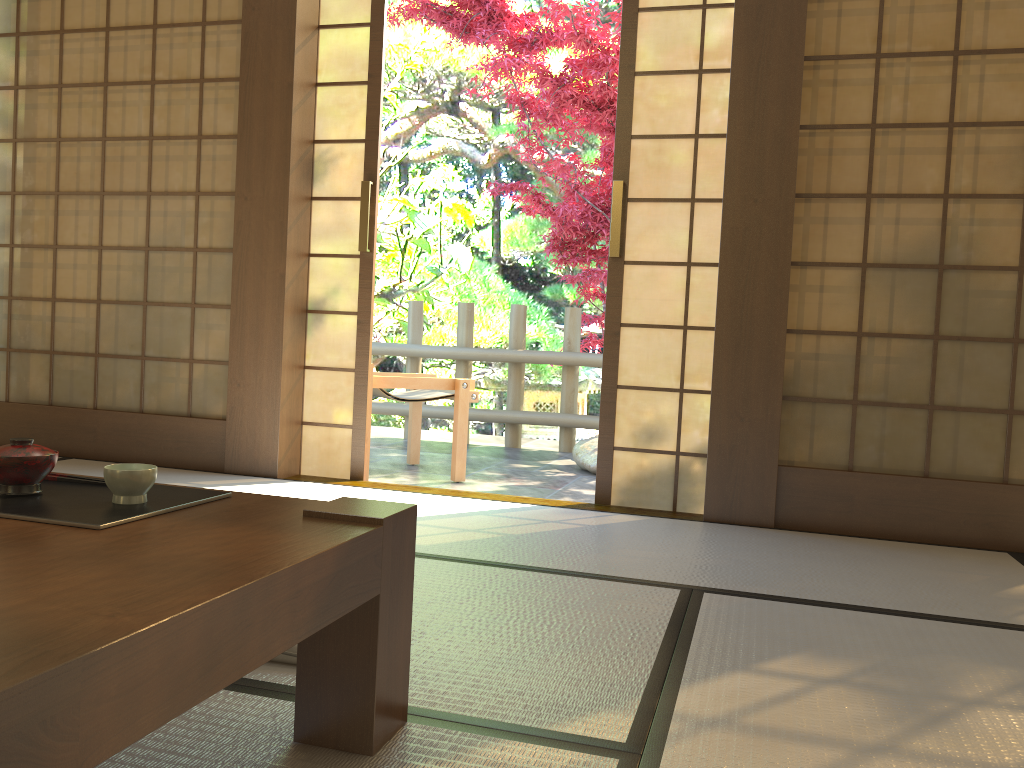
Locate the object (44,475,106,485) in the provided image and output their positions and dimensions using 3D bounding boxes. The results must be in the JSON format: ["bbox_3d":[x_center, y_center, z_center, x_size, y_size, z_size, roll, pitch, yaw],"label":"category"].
[{"bbox_3d":[-0.699,0.158,1.451,0.200,0.008,0.008,3,2,12],"label":"object"}]

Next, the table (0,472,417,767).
[{"bbox_3d":[-0.774,0.347,1.061,1.000,0.350,1.000,4,2,16],"label":"table"}]

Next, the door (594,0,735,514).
[{"bbox_3d":[1.300,-0.559,3.301,1.894,2.380,0.073,4,2,16],"label":"door"}]

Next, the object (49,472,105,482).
[{"bbox_3d":[-0.693,0.158,1.468,0.200,0.008,0.008,4,2,16],"label":"object"}]

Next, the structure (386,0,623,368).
[{"bbox_3d":[0.748,-1.394,7.008,3.045,4.004,3.412,1,3,-42],"label":"structure"}]

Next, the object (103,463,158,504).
[{"bbox_3d":[-0.566,0.149,1.316,0.073,0.052,0.074,2,3,-31],"label":"object"}]

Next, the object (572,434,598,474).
[{"bbox_3d":[1.008,0.419,5.446,1.260,0.276,1.147,3,2,12],"label":"object"}]

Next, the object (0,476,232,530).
[{"bbox_3d":[-0.686,0.171,1.348,0.400,0.007,0.300,4,2,16],"label":"object"}]

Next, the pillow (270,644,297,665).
[{"bbox_3d":[-0.525,0.465,1.886,0.496,0.107,0.486,3,2,9],"label":"pillow"}]

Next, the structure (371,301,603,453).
[{"bbox_3d":[1.212,0.062,6.052,7.456,1.136,0.245,4,2,16],"label":"structure"}]

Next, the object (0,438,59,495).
[{"bbox_3d":[-0.737,0.122,1.332,0.100,0.080,0.100,4,2,16],"label":"object"}]

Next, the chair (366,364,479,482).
[{"bbox_3d":[-0.648,0.181,4.781,0.704,0.598,0.698,2,3,-28],"label":"chair"}]

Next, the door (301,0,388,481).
[{"bbox_3d":[-1.507,-0.736,4.092,1.894,2.380,0.073,4,2,16],"label":"door"}]
